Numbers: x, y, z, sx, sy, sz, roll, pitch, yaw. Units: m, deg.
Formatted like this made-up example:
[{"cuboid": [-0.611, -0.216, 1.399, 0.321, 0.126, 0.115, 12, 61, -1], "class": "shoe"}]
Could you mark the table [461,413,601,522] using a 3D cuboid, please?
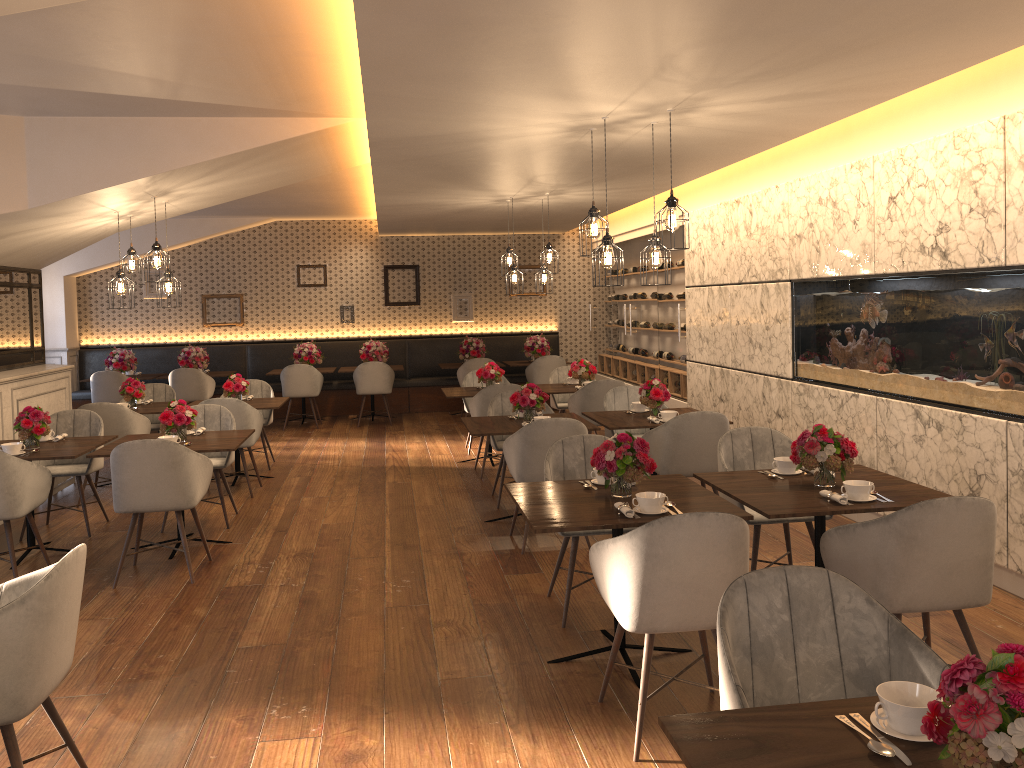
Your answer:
[{"cuboid": [0.116, 0.642, 6.512, 0.896, 0.719, 0.899, -2, 4, -8], "class": "table"}]

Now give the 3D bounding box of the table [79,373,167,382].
[{"cuboid": [-5.288, 0.262, 12.136, 0.896, 0.719, 0.899, -2, 4, -8], "class": "table"}]

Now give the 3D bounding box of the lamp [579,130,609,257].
[{"cuboid": [0.484, -1.823, 5.436, 0.175, 2.066, 0.175, -2, 2, -6], "class": "lamp"}]

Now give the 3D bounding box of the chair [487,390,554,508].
[{"cuboid": [0.074, 0.507, 7.167, 0.565, 0.871, 0.527, -2, 3, -8], "class": "chair"}]

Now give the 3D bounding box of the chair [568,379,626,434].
[{"cuboid": [0.847, 0.369, 8.436, 0.565, 0.871, 0.527, -2, 3, -8], "class": "chair"}]

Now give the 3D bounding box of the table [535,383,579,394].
[{"cuboid": [0.717, 0.387, 9.098, 0.896, 0.719, 0.899, -2, 4, -8], "class": "table"}]

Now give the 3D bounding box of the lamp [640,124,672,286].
[{"cuboid": [0.839, -1.625, 5.288, 0.175, 2.066, 0.175, -2, 2, -6], "class": "lamp"}]

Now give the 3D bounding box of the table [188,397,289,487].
[{"cuboid": [-2.589, 0.544, 8.328, 0.896, 0.719, 0.899, -2, 4, -8], "class": "table"}]

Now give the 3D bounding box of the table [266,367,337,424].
[{"cuboid": [-2.937, 0.170, 12.468, 0.896, 0.719, 0.899, -2, 4, -8], "class": "table"}]

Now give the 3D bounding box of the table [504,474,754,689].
[{"cuboid": [0.477, 0.868, 3.960, 0.896, 0.719, 0.899, -2, 4, -8], "class": "table"}]

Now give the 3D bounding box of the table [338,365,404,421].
[{"cuboid": [-1.988, 0.133, 12.601, 0.896, 0.719, 0.899, -2, 4, -8], "class": "table"}]

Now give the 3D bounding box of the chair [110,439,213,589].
[{"cuboid": [-2.132, 0.730, 5.367, 0.565, 0.871, 0.527, -2, 3, -8], "class": "chair"}]

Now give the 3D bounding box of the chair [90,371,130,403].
[{"cuboid": [-5.158, 0.244, 11.475, 0.565, 0.871, 0.527, -2, 3, -8], "class": "chair"}]

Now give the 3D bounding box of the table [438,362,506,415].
[{"cuboid": [-0.586, 0.079, 12.799, 0.896, 0.719, 0.899, -2, 4, -8], "class": "table"}]

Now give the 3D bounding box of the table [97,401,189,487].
[{"cuboid": [-3.538, 0.581, 8.194, 0.896, 0.719, 0.899, -2, 4, -8], "class": "table"}]

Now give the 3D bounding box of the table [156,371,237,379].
[{"cuboid": [-4.339, 0.225, 12.270, 0.896, 0.719, 0.899, -2, 4, -8], "class": "table"}]

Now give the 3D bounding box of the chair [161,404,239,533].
[{"cuboid": [-2.350, 0.615, 6.677, 0.565, 0.871, 0.527, -2, 3, -8], "class": "chair"}]

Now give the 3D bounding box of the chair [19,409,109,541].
[{"cuboid": [-3.299, 0.651, 6.543, 0.565, 0.871, 0.527, -2, 3, -8], "class": "chair"}]

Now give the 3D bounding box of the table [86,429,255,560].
[{"cuboid": [-2.262, 0.748, 6.028, 0.896, 0.719, 0.899, -2, 4, -8], "class": "table"}]

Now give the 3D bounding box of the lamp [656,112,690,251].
[{"cuboid": [0.880, -1.789, 4.956, 0.175, 2.066, 0.175, -2, 2, -6], "class": "lamp"}]

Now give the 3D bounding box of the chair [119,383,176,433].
[{"cuboid": [-3.625, 0.447, 8.843, 0.565, 0.871, 0.527, -2, 3, -8], "class": "chair"}]

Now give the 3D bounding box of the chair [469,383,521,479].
[{"cuboid": [-0.102, 0.406, 8.302, 0.565, 0.871, 0.527, -2, 3, -8], "class": "chair"}]

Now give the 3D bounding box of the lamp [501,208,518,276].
[{"cuboid": [-0.049, -2.156, 9.189, 0.175, 2.066, 0.175, -2, 2, -6], "class": "lamp"}]

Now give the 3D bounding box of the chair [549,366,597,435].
[{"cuboid": [0.676, 0.252, 9.753, 0.565, 0.871, 0.527, -2, 3, -8], "class": "chair"}]

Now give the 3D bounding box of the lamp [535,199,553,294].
[{"cuboid": [0.307, -1.958, 9.041, 0.175, 2.066, 0.175, -2, 2, -6], "class": "lamp"}]

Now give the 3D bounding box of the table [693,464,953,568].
[{"cuboid": [1.427, 0.831, 4.094, 0.896, 0.719, 0.899, -2, 4, -8], "class": "table"}]

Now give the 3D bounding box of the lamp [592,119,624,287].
[{"cuboid": [0.535, -1.601, 5.117, 0.175, 2.066, 0.175, -2, 2, -6], "class": "lamp"}]

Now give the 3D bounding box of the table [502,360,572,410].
[{"cuboid": [0.364, 0.042, 12.933, 0.896, 0.719, 0.899, -2, 4, -8], "class": "table"}]

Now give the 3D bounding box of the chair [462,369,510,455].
[{"cuboid": [-0.273, 0.289, 9.619, 0.565, 0.871, 0.527, -2, 3, -8], "class": "chair"}]

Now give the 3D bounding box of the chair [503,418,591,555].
[{"cuboid": [0.246, 0.624, 5.850, 0.565, 0.871, 0.527, -2, 3, -8], "class": "chair"}]

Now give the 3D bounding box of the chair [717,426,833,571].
[{"cuboid": [1.386, 0.696, 4.749, 0.565, 0.871, 0.527, -2, 3, -8], "class": "chair"}]

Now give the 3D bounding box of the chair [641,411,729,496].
[{"cuboid": [1.195, 0.587, 5.984, 0.565, 0.871, 0.527, -2, 3, -8], "class": "chair"}]

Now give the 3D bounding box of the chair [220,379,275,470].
[{"cuboid": [-2.676, 0.410, 8.977, 0.565, 0.871, 0.527, -2, 3, -8], "class": "chair"}]

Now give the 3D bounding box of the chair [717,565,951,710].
[{"cuboid": [0.784, 0.951, 2.163, 0.565, 0.871, 0.527, -2, 3, -8], "class": "chair"}]

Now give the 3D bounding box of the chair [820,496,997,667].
[{"cuboid": [1.557, 0.813, 3.432, 0.565, 0.871, 0.527, -2, 3, -8], "class": "chair"}]

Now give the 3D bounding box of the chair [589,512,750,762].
[{"cuboid": [0.608, 0.850, 3.299, 0.565, 0.871, 0.527, -2, 3, -8], "class": "chair"}]

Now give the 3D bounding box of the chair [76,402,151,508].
[{"cuboid": [-3.408, 0.563, 7.533, 0.565, 0.871, 0.527, -2, 3, -8], "class": "chair"}]

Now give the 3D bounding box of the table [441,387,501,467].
[{"cuboid": [-0.232, 0.424, 8.964, 0.896, 0.719, 0.899, -2, 4, -8], "class": "table"}]

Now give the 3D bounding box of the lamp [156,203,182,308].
[{"cuboid": [-2.766, -1.644, 7.043, 0.175, 2.066, 0.175, -2, 2, -6], "class": "lamp"}]

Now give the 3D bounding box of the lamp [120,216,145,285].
[{"cuboid": [-3.121, -1.843, 7.191, 0.175, 2.066, 0.175, -2, 2, -6], "class": "lamp"}]

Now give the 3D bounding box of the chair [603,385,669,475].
[{"cuboid": [1.024, 0.470, 7.301, 0.565, 0.871, 0.527, -2, 3, -8], "class": "chair"}]

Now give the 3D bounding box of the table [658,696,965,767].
[{"cuboid": [0.825, 1.086, 1.508, 0.896, 0.719, 0.899, -2, 4, -8], "class": "table"}]

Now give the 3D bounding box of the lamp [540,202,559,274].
[{"cuboid": [0.348, -2.122, 8.710, 0.175, 2.066, 0.175, -2, 2, -6], "class": "lamp"}]

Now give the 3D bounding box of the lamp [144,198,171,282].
[{"cuboid": [-2.724, -1.809, 6.711, 0.175, 2.066, 0.175, -2, 2, -6], "class": "lamp"}]

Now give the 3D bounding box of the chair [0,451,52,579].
[{"cuboid": [-3.082, 0.767, 5.233, 0.565, 0.871, 0.527, -2, 3, -8], "class": "chair"}]

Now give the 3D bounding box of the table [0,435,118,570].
[{"cuboid": [-3.212, 0.785, 5.895, 0.896, 0.719, 0.899, -2, 4, -8], "class": "table"}]

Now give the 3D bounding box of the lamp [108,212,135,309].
[{"cuboid": [-3.070, -1.621, 6.873, 0.175, 2.066, 0.175, -2, 2, -6], "class": "lamp"}]

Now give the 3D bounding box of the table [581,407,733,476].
[{"cuboid": [1.065, 0.605, 6.645, 0.896, 0.719, 0.899, -2, 4, -8], "class": "table"}]

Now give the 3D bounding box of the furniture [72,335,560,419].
[{"cuboid": [-2.731, -0.077, 13.134, 7.089, 1.080, 0.542, -2, 3, -8], "class": "furniture"}]

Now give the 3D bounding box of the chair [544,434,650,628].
[{"cuboid": [0.436, 0.733, 4.615, 0.565, 0.871, 0.527, -2, 3, -8], "class": "chair"}]

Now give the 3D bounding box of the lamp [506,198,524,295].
[{"cuboid": [0.003, -1.934, 8.871, 0.175, 2.066, 0.175, -2, 2, -6], "class": "lamp"}]

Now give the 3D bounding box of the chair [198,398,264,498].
[{"cuboid": [-2.458, 0.526, 7.667, 0.565, 0.871, 0.527, -2, 3, -8], "class": "chair"}]
